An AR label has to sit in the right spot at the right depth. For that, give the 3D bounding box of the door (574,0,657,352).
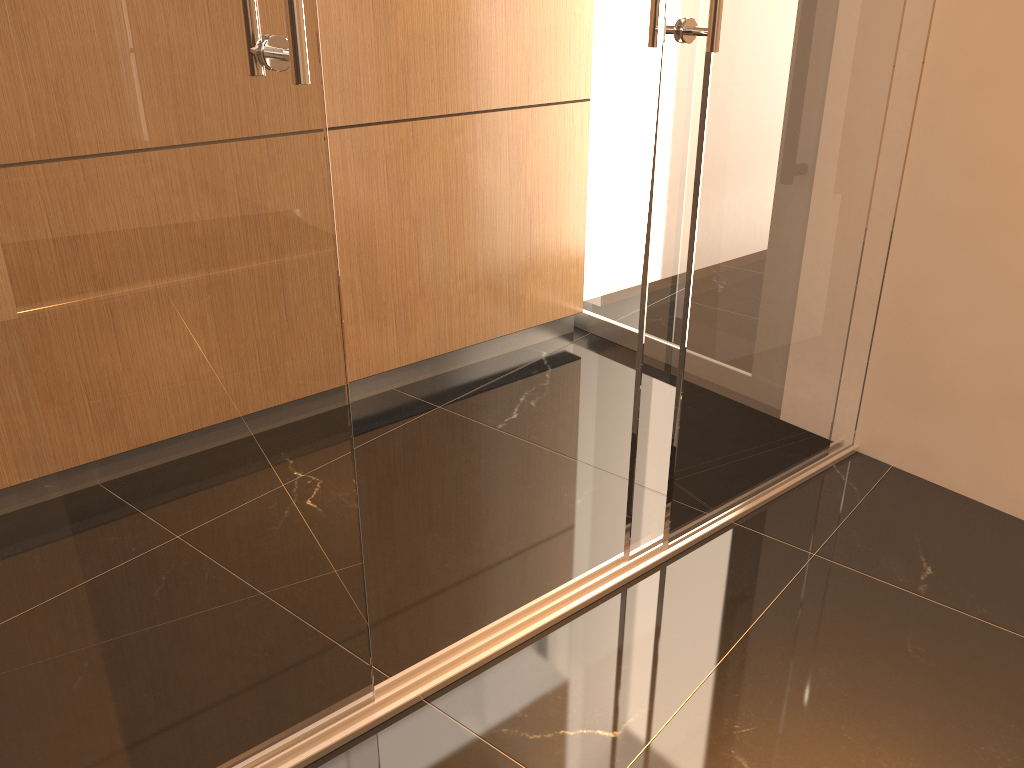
[{"bbox_3d":[0.503,-1.406,2.831,0.134,2.882,1.249,-19,31,-35],"label":"door"}]

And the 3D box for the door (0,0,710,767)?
[{"bbox_3d":[-0.020,-0.949,1.359,2.473,3.285,0.098,-19,31,-35],"label":"door"}]
